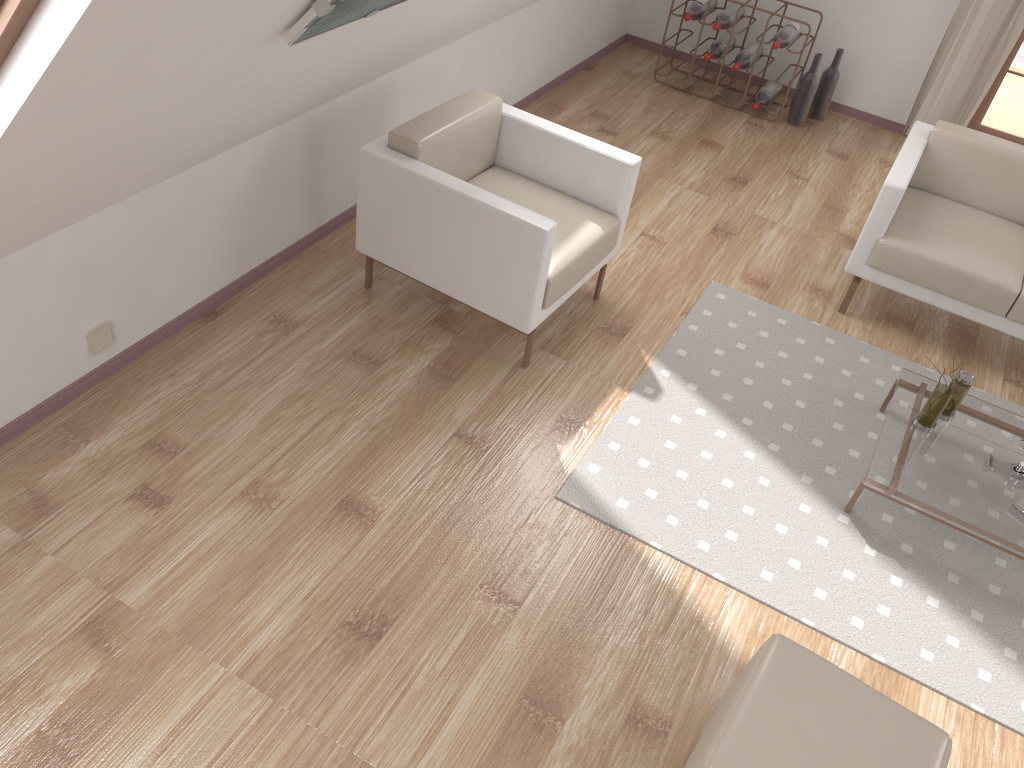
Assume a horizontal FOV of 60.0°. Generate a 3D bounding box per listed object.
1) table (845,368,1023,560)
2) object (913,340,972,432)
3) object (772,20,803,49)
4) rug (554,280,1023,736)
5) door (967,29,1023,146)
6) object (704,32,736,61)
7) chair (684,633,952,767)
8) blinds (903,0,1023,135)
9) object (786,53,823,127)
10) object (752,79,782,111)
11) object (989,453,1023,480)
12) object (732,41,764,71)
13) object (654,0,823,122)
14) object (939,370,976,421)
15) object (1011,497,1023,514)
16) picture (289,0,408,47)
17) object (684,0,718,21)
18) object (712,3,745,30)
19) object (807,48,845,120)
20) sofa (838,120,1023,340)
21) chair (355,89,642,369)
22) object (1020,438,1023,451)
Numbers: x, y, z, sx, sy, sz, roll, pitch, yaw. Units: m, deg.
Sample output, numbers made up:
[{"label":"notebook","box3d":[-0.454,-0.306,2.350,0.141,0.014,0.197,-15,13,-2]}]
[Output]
[{"label":"table","box3d":[1.814,0.438,3.036,1.173,0.190,0.730,25,43,17]},{"label":"object","box3d":[1.476,0.009,3.031,0.184,0.359,0.123,-7,44,-20]},{"label":"object","box3d":[1.637,-2.081,5.317,0.109,0.109,0.435,25,43,17]},{"label":"rug","box3d":[1.736,0.525,3.060,2.800,0.007,1.600,25,43,17]},{"label":"door","box3d":[3.533,-1.936,4.703,1.546,2.001,0.098,25,43,17]},{"label":"object","box3d":[1.287,-2.095,5.542,0.109,0.109,0.435,25,43,17]},{"label":"chair","box3d":[0.682,0.938,2.060,0.506,0.394,0.506,29,44,20]},{"label":"blinds","box3d":[2.734,-2.322,4.830,0.423,2.130,0.120,24,42,15]},{"label":"object","box3d":[1.794,-1.792,5.403,0.115,0.443,0.120,21,42,12]},{"label":"object","box3d":[1.584,-1.799,5.560,0.109,0.109,0.435,25,43,17]},{"label":"object","box3d":[1.694,0.278,3.008,0.143,0.052,0.064,25,43,17]},{"label":"object","box3d":[1.448,-2.015,5.492,0.109,0.109,0.435,25,43,17]},{"label":"object","box3d":[1.394,-2.096,5.529,0.854,0.608,0.417,25,43,17]},{"label":"object","box3d":[1.571,0.040,3.149,0.075,0.185,0.075,-15,47,-27]},{"label":"object","box3d":[1.697,0.384,2.887,0.143,0.052,0.064,-16,47,-28]},{"label":"picture","box3d":[-0.024,-1.100,1.979,0.683,0.738,0.650,25,43,17]},{"label":"object","box3d":[1.152,-2.309,5.471,0.110,0.110,0.439,25,43,17]},{"label":"object","box3d":[1.313,-2.234,5.424,0.109,0.109,0.435,25,43,17]},{"label":"object","box3d":[1.968,-1.867,5.526,0.115,0.443,0.120,21,42,12]},{"label":"sofa","box3d":[2.461,-0.420,3.762,1.880,0.706,0.820,25,43,17]},{"label":"chair","box3d":[-0.054,-0.645,3.482,0.820,0.706,0.748,27,43,19]},{"label":"object","box3d":[1.831,0.238,3.083,0.064,0.052,0.143,5,41,-6]}]
